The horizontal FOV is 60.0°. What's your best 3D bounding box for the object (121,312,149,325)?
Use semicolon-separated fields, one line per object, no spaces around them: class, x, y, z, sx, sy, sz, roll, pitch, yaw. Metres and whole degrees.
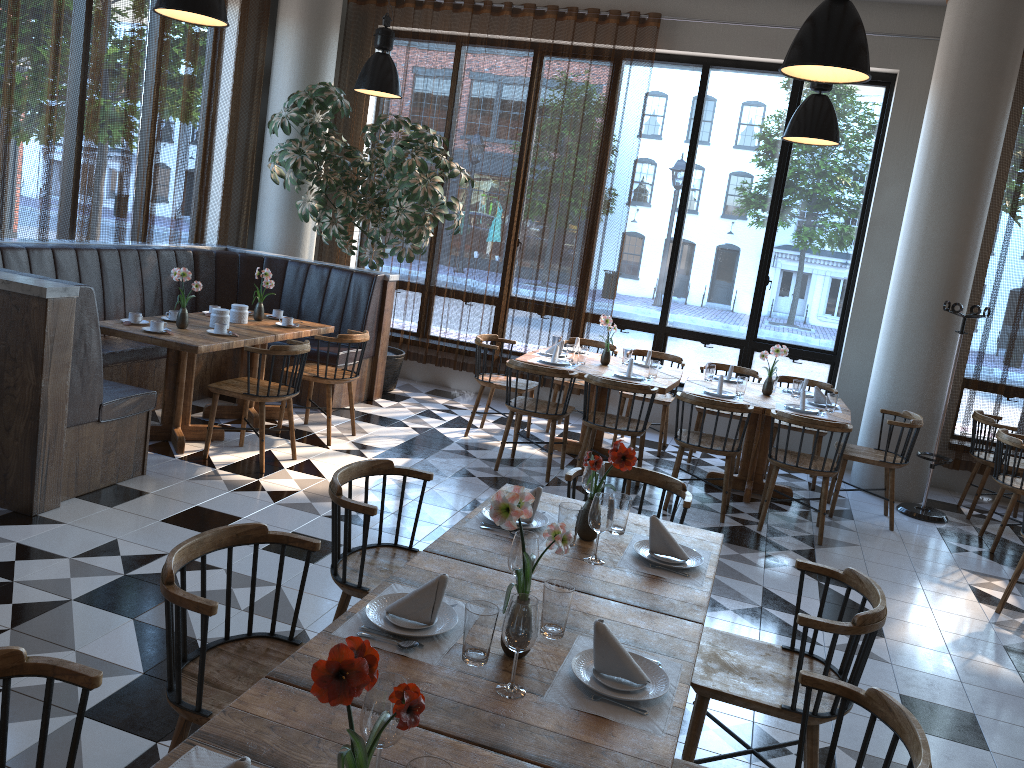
object;-2.471;-0.431;5.810;0.175;0.066;0.177;3;11;-29

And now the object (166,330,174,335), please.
object;-2.162;-0.325;5.600;0.049;0.025;0.053;9;10;5

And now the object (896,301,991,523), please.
object;3.298;0.207;6.758;0.374;1.649;0.377;8;8;-2

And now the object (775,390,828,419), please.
object;2.042;0.119;6.221;0.352;0.136;0.273;11;10;16

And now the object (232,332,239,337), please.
object;-1.836;-0.330;5.884;0.049;0.025;0.053;6;10;-16

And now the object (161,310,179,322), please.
object;-2.337;-0.471;6.139;0.176;0.066;0.176;13;11;26

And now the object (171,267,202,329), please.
object;-2.170;-0.569;5.880;0.206;0.398;0.147;6;9;-17

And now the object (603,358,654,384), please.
object;0.873;-0.115;6.561;0.352;0.136;0.273;11;10;16

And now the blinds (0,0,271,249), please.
blinds;-3.358;-1.837;5.997;0.155;3.559;5.567;11;10;16

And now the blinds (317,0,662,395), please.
blinds;-0.406;-1.909;8.728;3.205;3.561;0.156;11;8;16

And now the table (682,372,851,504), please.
table;1.866;0.457;6.740;1.217;0.759;1.220;12;10;19

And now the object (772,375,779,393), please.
object;2.016;-0.002;6.866;0.080;0.131;0.080;9;9;1

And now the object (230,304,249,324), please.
object;-1.991;-0.512;6.465;0.129;0.128;0.130;3;11;-30

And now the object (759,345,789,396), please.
object;1.940;-0.108;6.642;0.207;0.398;0.147;12;9;21

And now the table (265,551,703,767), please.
table;-0.052;1.013;2.214;0.852;0.759;0.854;11;10;16

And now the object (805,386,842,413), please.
object;2.310;0.094;6.571;0.272;0.136;0.353;11;10;16

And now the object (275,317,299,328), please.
object;-1.676;-0.462;6.616;0.175;0.066;0.177;8;10;-1

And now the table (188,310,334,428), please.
table;-1.977;-0.106;6.742;0.852;0.759;0.854;11;10;16

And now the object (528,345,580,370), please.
object;0.327;-0.224;6.720;0.352;0.136;0.273;11;10;16

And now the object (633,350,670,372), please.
object;1.130;-0.217;7.316;0.352;0.136;0.273;11;10;16

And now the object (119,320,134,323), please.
object;-2.494;-0.402;5.752;0.155;0.012;0.034;6;10;-12

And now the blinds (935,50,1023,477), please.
blinds;7.202;-0.385;6.505;7.280;3.561;0.160;11;9;16

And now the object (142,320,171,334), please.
object;-2.253;-0.364;5.622;0.176;0.066;0.176;10;10;8

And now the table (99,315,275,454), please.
table;-2.229;0.007;5.930;0.852;0.759;0.854;11;10;16

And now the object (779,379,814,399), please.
object;2.300;0.017;6.976;0.352;0.136;0.273;11;10;16

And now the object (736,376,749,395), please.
object;1.690;0.014;6.526;0.080;0.131;0.080;9;9;1

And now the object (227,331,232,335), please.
object;-1.872;-0.332;5.866;0.034;0.012;0.157;4;11;-21

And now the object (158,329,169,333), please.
object;-2.201;-0.331;5.595;0.034;0.012;0.157;8;10;-1

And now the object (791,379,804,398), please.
object;2.181;0.039;6.779;0.080;0.131;0.080;9;9;1

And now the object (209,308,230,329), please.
object;-2.017;-0.453;6.123;0.129;0.128;0.130;3;11;-30

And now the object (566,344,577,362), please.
object;0.458;-0.241;6.926;0.080;0.131;0.080;9;9;1

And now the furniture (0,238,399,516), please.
furniture;-2.604;-0.345;6.471;1.921;1.143;4.056;11;11;16

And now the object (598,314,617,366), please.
object;0.740;-0.351;7.009;0.146;0.398;0.207;11;9;15

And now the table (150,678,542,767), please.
table;-0.303;1.126;1.402;0.852;0.759;0.854;11;10;16

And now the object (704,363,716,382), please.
object;1.555;-0.089;6.974;0.080;0.131;0.080;9;9;1

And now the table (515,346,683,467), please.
table;0.674;0.218;7.087;1.217;0.759;1.220;12;10;19

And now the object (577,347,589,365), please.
object;0.545;-0.216;6.860;0.080;0.131;0.080;9;9;1

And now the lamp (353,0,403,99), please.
lamp;-0.919;-3.177;6.810;0.392;1.854;0.391;13;9;28

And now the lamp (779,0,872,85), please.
lamp;1.497;-2.256;3.738;0.390;1.854;0.392;9;8;3

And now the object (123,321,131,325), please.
object;-2.483;-0.393;5.714;0.053;0.025;0.049;7;10;-6

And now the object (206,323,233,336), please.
object;-1.931;-0.363;5.871;0.175;0.066;0.177;0;13;-38

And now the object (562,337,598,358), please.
object;0.553;-0.332;7.484;0.352;0.136;0.273;11;10;16

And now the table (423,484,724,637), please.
table;0.199;0.899;3.025;0.852;0.759;0.854;11;10;16

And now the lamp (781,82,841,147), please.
lamp;2.169;-2.559;5.910;0.390;1.854;0.393;7;8;-6

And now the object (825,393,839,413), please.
object;2.279;0.137;6.323;0.080;0.131;0.080;9;9;1

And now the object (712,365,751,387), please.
object;1.758;-0.091;7.133;0.352;0.136;0.273;11;10;16

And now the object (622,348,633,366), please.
object;0.932;-0.220;7.189;0.080;0.131;0.080;9;9;1

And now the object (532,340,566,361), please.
object;0.344;-0.298;7.130;0.272;0.136;0.353;11;10;16

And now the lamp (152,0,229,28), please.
lamp;-1.592;-2.874;4.637;0.391;1.854;0.392;11;9;18

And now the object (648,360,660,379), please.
object;1.073;-0.110;6.706;0.080;0.131;0.080;9;9;1

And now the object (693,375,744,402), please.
object;1.500;0.011;6.379;0.352;0.136;0.273;11;10;16
